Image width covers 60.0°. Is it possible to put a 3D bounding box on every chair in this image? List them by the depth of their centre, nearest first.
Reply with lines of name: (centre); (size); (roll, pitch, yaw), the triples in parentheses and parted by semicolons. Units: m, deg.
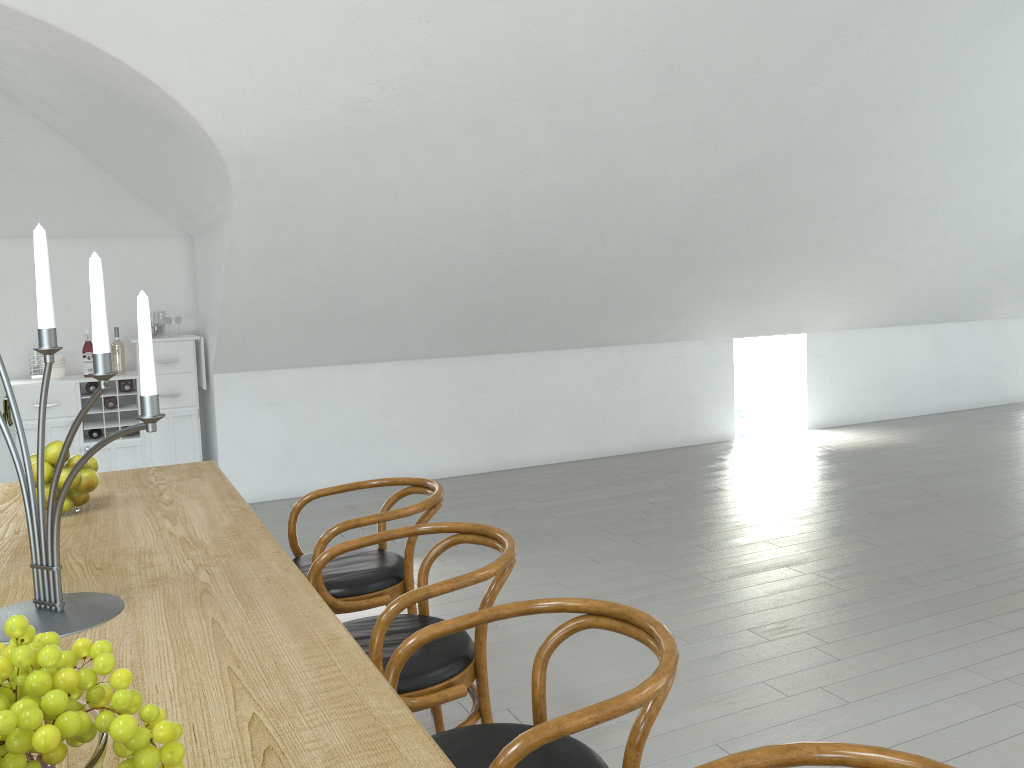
chair: (0.366, 0.906, 1.051); (0.622, 0.733, 0.528); (-4, 5, -22)
chair: (0.018, 0.852, 1.690); (0.622, 0.733, 0.528); (-4, 5, -25)
chair: (-0.279, 0.793, 2.354); (0.622, 0.733, 0.528); (-5, 6, -30)
chair: (-0.526, 0.730, 3.035); (0.622, 0.733, 0.528); (-4, 5, -22)

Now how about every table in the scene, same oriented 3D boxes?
table: (-0.849, 0.854, 1.630); (1.019, 0.797, 3.354); (-5, 6, -25)

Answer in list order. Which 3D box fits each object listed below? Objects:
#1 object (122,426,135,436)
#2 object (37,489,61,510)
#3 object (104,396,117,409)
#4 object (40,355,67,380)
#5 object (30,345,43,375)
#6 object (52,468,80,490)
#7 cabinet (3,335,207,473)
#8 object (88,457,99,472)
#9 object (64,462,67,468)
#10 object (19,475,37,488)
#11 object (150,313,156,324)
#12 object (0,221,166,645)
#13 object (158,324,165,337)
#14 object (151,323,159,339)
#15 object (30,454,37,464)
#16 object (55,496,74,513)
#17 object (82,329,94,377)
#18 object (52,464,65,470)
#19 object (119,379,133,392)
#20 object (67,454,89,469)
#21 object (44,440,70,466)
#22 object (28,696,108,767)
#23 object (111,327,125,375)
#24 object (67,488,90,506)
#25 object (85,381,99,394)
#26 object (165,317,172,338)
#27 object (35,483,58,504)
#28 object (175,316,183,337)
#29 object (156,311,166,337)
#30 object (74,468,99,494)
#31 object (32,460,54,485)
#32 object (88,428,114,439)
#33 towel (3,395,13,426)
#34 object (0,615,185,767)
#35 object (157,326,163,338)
object: (-2.645, 0.314, 6.117); (0.081, 0.081, 0.359); (-5, 6, -27)
object: (-1.326, 0.323, 2.540); (0.078, 0.074, 0.080); (0, 6, 20)
object: (-2.749, 0.124, 6.068); (0.085, 0.085, 0.331); (-5, 6, -25)
object: (-3.055, -0.108, 5.910); (0.154, 0.159, 0.158); (-2, 5, 3)
object: (-3.242, -0.163, 6.067); (0.115, 0.208, 0.065); (-4, 5, -23)
object: (-1.246, 0.264, 2.478); (0.071, 0.063, 0.072); (-5, 6, -32)
cabinet: (-2.771, 0.275, 6.121); (1.243, 1.151, 0.611); (-5, 5, -25)
object: (-1.251, 0.242, 2.610); (0.062, 0.063, 0.063); (1, 6, 27)
object: (-1.307, 0.268, 2.602); (0.077, 0.076, 0.076); (1, 6, 32)
object: (-1.365, 0.276, 2.520); (0.062, 0.059, 0.062); (-4, 6, -21)
object: (-2.545, -0.416, 6.278); (0.054, 0.178, 0.054); (-5, 5, -31)
object: (-0.960, 0.012, 1.714); (0.775, 0.873, 0.266); (2, 6, 39)
object: (-2.480, -0.375, 6.253); (0.071, 0.098, 0.071); (-4, 5, -17)
object: (-2.465, -0.361, 6.085); (0.081, 0.105, 0.082); (-1, 5, 13)
object: (-1.370, 0.229, 2.551); (0.062, 0.059, 0.062); (-4, 6, -24)
object: (-1.267, 0.339, 2.508); (0.050, 0.050, 0.051); (-4, 6, -21)
object: (-2.873, -0.211, 6.019); (0.081, 0.329, 0.081); (-5, 5, -29)
object: (-1.318, 0.242, 2.555); (0.053, 0.050, 0.053); (2, 6, 36)
object: (-2.651, 0.011, 6.092); (0.088, 0.084, 0.360); (-5, 6, -25)
object: (-1.250, 0.232, 2.552); (0.058, 0.057, 0.053); (-3, 5, -11)
object: (-1.296, 0.197, 2.520); (0.072, 0.074, 0.072); (-4, 6, -25)
object: (-0.574, 0.449, 0.840); (0.360, 0.159, 0.360); (4, 8, 45)
object: (-2.707, -0.226, 6.090); (0.085, 0.330, 0.086); (0, 5, 24)
object: (-1.262, 0.324, 2.577); (0.063, 0.063, 0.064); (-3, 5, -14)
object: (-2.842, 0.022, 6.011); (0.093, 0.094, 0.360); (-4, 6, -24)
object: (-2.398, -0.397, 6.199); (0.046, 0.142, 0.046); (-3, 5, -14)
object: (-1.299, 0.305, 2.470); (0.060, 0.056, 0.059); (-5, 6, -30)
object: (-2.353, -0.405, 6.256); (0.046, 0.142, 0.046); (-3, 5, -14)
object: (-2.498, -0.426, 6.320); (0.063, 0.186, 0.063); (-6, 6, -39)
object: (-1.221, 0.277, 2.536); (0.070, 0.072, 0.071); (1, 6, 29)
object: (-1.319, 0.250, 2.482); (0.072, 0.071, 0.066); (1, 6, 34)
object: (-2.805, 0.324, 6.049); (0.156, 0.085, 0.331); (-5, 6, -24)
towel: (-3.359, 0.180, 5.894); (0.049, 0.203, 0.150); (-4, 5, -24)
object: (-0.548, 0.385, 0.834); (0.292, 0.283, 0.394); (1, 6, 29)
object: (-2.472, -0.360, 6.171); (0.077, 0.085, 0.077); (-4, 5, -17)
